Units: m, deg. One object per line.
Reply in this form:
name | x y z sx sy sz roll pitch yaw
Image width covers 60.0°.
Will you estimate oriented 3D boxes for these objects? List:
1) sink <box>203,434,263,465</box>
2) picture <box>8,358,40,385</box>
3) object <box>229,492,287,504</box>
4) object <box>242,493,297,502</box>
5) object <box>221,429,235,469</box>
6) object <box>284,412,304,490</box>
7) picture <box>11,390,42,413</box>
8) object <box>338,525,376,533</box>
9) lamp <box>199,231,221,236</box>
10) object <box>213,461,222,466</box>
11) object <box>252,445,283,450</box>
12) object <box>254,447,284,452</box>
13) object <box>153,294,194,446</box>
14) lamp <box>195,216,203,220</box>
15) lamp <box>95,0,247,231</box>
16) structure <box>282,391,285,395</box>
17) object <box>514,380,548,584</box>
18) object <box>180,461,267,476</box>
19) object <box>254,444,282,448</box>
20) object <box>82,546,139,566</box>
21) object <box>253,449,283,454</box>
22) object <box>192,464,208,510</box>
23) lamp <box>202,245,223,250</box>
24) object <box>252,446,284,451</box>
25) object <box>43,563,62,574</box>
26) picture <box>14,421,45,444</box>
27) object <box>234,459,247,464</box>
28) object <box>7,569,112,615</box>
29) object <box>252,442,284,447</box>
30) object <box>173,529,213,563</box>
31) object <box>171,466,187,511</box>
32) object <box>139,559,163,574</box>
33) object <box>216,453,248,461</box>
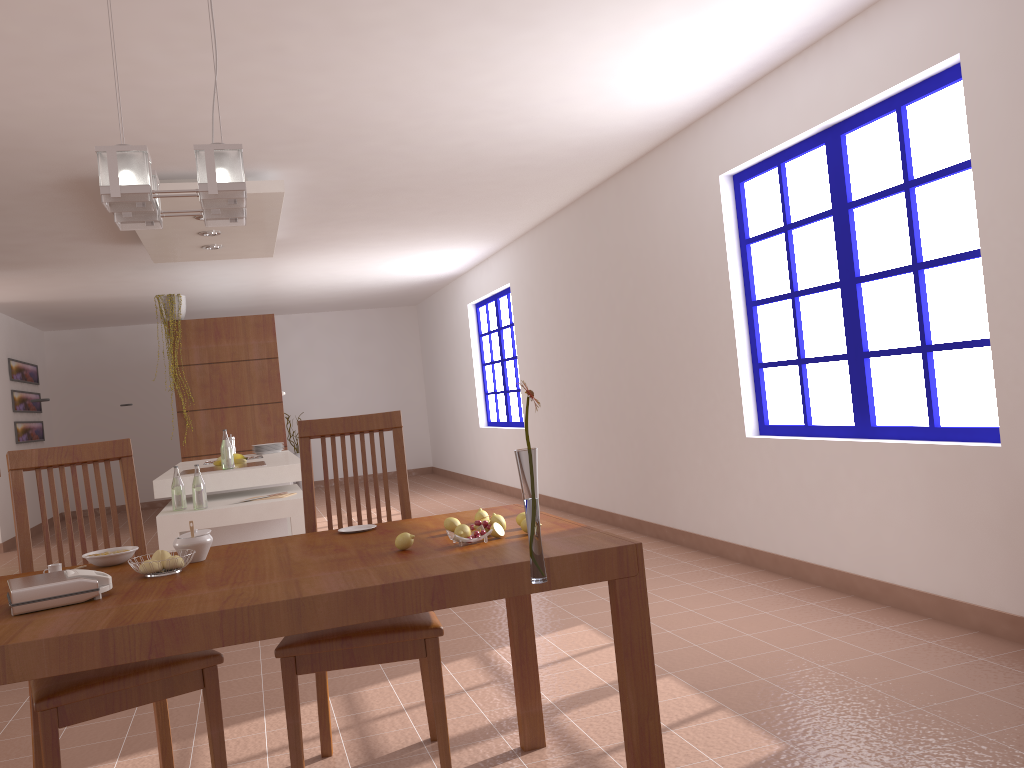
sink | -2.005 0.541 6.391 0.404 0.368 0.668 -6 -1 -17
picture | -5.719 -0.135 10.407 0.015 0.248 1.408 -6 -1 -17
object | -1.358 0.612 4.770 0.041 0.008 0.375 -6 -1 40
object | -1.317 0.614 4.810 0.266 0.006 0.168 -6 0 0
object | -1.668 0.381 5.180 0.071 0.230 0.071 -5 -1 -36
object | -2.991 0.941 12.230 0.655 1.112 0.284 -6 0 2
picture | -5.684 0.213 10.404 0.015 0.248 1.408 -6 -1 -17
object | -0.436 0.410 2.502 0.108 0.008 0.108 -6 -1 38
lamp | -2.046 -1.037 6.000 0.143 0.059 0.143 -6 0 11
object | -1.893 0.512 5.741 0.060 0.033 0.207 -5 -1 -37
object | -1.903 0.499 6.920 0.228 0.020 0.228 -5 -1 -35
object | -1.901 0.519 6.920 0.228 0.020 0.228 -5 -1 -35
object | -2.943 -0.115 7.758 0.279 1.344 0.297 -6 -1 32
lamp | -1.900 -1.056 5.517 0.143 0.059 0.143 -5 -1 -34
lamp | -0.828 -0.855 2.094 0.304 0.919 0.304 -6 -1 -17
structure | -2.274 0.150 8.770 0.056 0.454 0.614 -6 -1 -17
object | 0.041 0.174 1.582 0.050 0.365 0.085 -6 -1 -19
object | -1.747 0.509 5.368 0.493 0.006 0.551 -6 -1 -17
object | -1.904 0.489 6.920 0.228 0.020 0.228 -5 -1 -35
object | -1.052 0.457 2.327 0.136 0.036 0.136 -6 -1 31
object | -1.900 0.529 6.920 0.228 0.020 0.228 -5 -1 -35
object | -1.609 0.528 4.556 0.071 0.230 0.071 -5 -1 -36
lamp | -2.190 -1.018 6.478 0.143 0.059 0.143 -6 0 11
object | -1.902 0.509 6.920 0.228 0.020 0.228 -5 -1 -35
object | -1.119 0.462 2.174 0.065 0.037 0.065 -6 0 -3
picture | -5.648 0.561 10.401 0.015 0.248 1.408 -6 -1 -17
object | -1.786 0.501 5.746 0.207 0.033 0.060 -6 -1 28
object | -0.962 0.431 1.893 0.195 0.062 0.176 -5 -1 -32
object | -1.905 0.479 6.920 0.228 0.020 0.228 -5 -1 -35
object | -0.807 0.409 2.246 0.096 0.079 0.096 -6 -1 -21
object | -1.740 0.542 4.618 0.071 0.230 0.071 -5 -1 -36
object | -0.851 0.430 2.089 0.061 0.032 0.048 -6 -1 42
object | -1.814 0.477 5.762 0.207 0.055 0.047 -5 -1 -40
